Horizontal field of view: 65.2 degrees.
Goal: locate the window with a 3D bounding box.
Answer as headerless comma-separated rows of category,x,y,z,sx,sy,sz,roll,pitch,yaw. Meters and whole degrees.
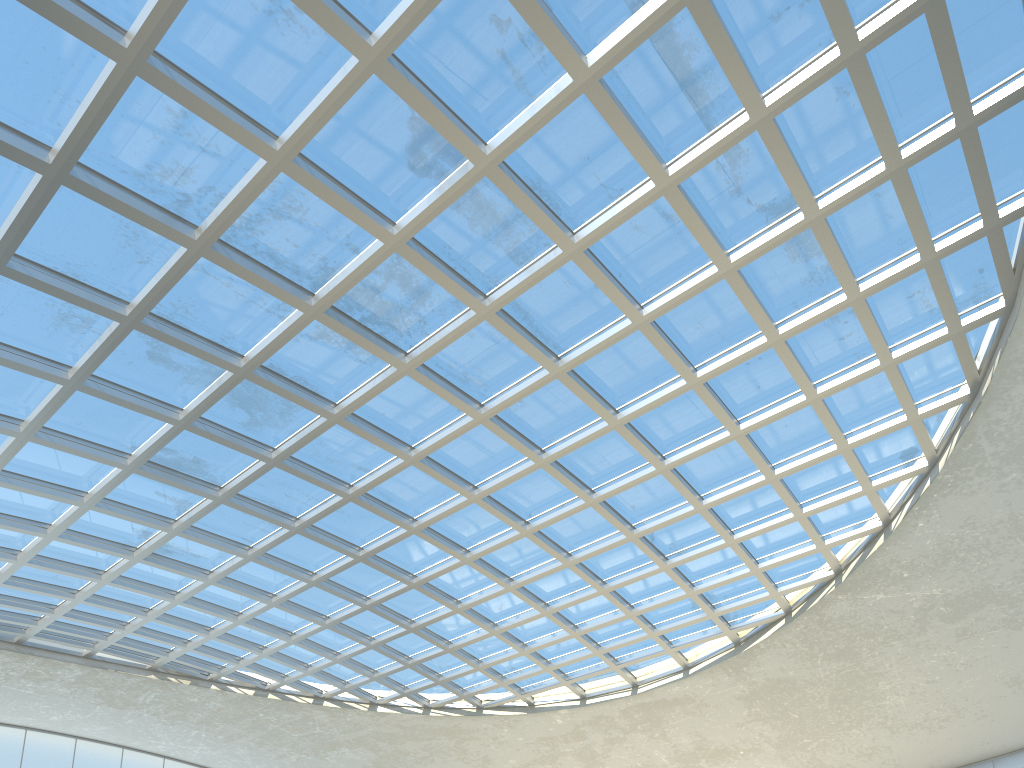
window,-12.299,9.547,48.814,83.848,9.570,86.848,-27,-44,30
